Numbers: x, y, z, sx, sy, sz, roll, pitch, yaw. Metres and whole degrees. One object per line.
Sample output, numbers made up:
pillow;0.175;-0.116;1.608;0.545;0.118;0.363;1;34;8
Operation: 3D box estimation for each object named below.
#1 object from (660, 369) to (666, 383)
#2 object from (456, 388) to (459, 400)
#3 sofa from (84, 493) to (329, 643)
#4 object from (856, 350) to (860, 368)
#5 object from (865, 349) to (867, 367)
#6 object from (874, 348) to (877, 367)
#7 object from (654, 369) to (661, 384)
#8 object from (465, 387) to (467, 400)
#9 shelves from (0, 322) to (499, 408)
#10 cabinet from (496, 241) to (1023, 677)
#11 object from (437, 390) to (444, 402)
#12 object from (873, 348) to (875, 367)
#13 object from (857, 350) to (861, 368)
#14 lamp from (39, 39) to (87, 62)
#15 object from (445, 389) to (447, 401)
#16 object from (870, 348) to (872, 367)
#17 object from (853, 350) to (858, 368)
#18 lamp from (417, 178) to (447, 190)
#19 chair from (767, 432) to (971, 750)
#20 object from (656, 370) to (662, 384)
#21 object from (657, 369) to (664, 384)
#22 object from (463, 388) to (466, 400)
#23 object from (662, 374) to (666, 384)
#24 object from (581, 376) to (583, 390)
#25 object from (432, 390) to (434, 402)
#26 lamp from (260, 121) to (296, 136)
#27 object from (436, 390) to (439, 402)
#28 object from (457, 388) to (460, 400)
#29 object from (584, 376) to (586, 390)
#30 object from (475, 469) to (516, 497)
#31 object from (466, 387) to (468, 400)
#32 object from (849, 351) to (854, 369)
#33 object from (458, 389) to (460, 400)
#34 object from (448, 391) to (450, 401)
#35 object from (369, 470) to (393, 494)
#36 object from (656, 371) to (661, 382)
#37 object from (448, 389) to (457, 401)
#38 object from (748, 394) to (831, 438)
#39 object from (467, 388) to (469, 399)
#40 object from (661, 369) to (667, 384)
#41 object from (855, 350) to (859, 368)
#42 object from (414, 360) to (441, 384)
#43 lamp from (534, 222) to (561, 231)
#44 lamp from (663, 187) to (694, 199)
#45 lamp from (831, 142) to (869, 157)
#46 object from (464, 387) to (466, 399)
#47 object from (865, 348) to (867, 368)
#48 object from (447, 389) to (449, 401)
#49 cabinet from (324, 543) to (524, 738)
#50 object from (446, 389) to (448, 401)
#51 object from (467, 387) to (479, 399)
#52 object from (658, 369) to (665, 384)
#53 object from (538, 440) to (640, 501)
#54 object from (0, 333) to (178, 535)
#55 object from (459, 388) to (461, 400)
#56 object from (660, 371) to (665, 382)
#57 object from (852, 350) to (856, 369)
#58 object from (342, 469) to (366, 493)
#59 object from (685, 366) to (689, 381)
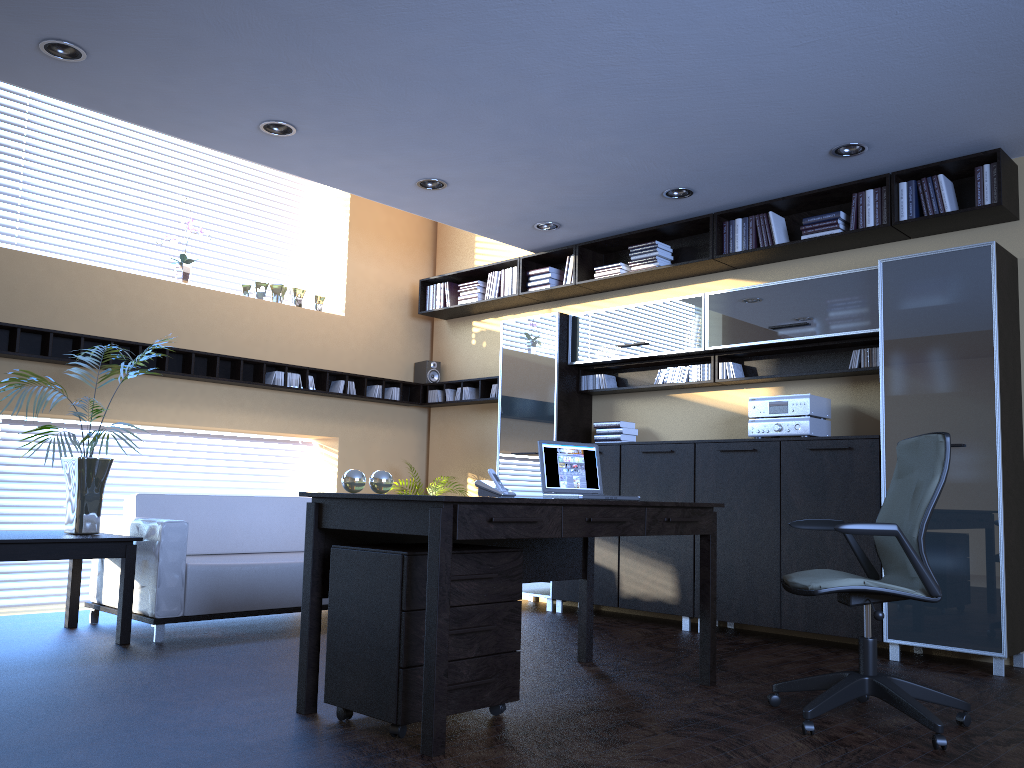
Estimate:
object;1.201;-0.049;6.822;0.055;0.109;0.140;-4;-9;43
object;-0.464;0.104;8.398;0.030;0.119;0.142;-4;-9;43
sofa;-1.706;1.215;6.206;1.015;0.846;2.060;-5;-9;43
object;2.285;-0.155;5.783;0.026;0.117;0.140;-4;-9;43
object;2.319;-0.160;5.744;0.009;0.120;0.142;-4;-9;43
object;2.365;-0.164;5.704;0.009;0.120;0.142;-4;-9;43
object;1.160;-0.047;6.852;0.059;0.112;0.142;-4;-9;43
object;-0.379;0.096;8.317;0.030;0.119;0.142;-4;-9;43
shelves;-2.707;-0.270;6.152;1.250;0.213;6.635;-5;-10;43
cabinet;1.429;0.540;6.356;3.880;2.392;0.491;-5;-9;43
object;-0.662;0.123;8.585;0.040;0.118;0.142;-4;-9;43
object;2.360;-0.163;5.713;0.009;0.120;0.142;-4;-9;43
object;2.291;-0.154;5.789;0.030;0.119;0.142;-4;-9;43
lamp;-2.211;-1.686;4.373;0.209;0.096;0.208;0;-7;14
object;-0.579;0.114;8.506;0.030;0.119;0.142;-4;-9;43
object;2.345;-0.161;5.728;0.009;0.120;0.142;-4;-9;43
object;2.277;-0.153;5.804;0.030;0.119;0.142;-4;-9;43
lamp;-0.551;-1.419;6.111;0.209;0.096;0.208;-2;-8;25
chair;1.537;0.806;3.749;0.768;1.212;0.834;2;-6;1
object;1.179;-0.047;6.842;0.059;0.112;0.142;-4;-9;43
object;1.186;-0.048;6.835;0.059;0.112;0.142;-4;-9;43
object;-0.402;0.097;8.339;0.009;0.120;0.142;-4;-9;43
object;1.211;-0.050;6.818;0.059;0.112;0.142;-4;-9;43
object;0.625;0.001;7.361;0.009;0.120;0.142;-4;-9;44
object;-0.716;0.127;8.637;0.009;0.120;0.142;-4;-9;43
lamp;-1.381;-1.552;5.242;0.209;0.096;0.208;0;-7;14
object;-0.679;0.123;8.602;0.009;0.120;0.142;-4;-9;43
object;-0.457;0.103;8.391;0.030;0.119;0.142;-4;-9;43
object;0.648;-0.001;7.341;0.009;0.120;0.142;-4;-9;43
object;-0.073;0.446;4.000;0.146;0.126;0.130;-2;-7;28
object;-0.372;0.095;8.310;0.030;0.119;0.142;-4;-9;43
object;2.259;-0.150;5.821;0.040;0.118;0.142;-4;-9;43
object;-0.449;0.102;8.383;0.030;0.119;0.142;-4;-9;43
object;-0.556;0.112;8.485;0.030;0.119;0.142;-4;-9;43
object;-0.572;0.428;3.877;0.105;0.105;0.105;5;-7;-27
object;1.175;-0.046;6.853;0.059;0.112;0.142;-4;-9;44
object;-0.545;0.112;8.474;0.040;0.118;0.142;-4;-9;43
object;1.856;0.232;5.940;0.430;0.281;0.363;-5;-9;43
object;-0.364;0.094;8.303;0.030;0.119;0.142;-4;-9;43
object;1.207;-0.050;6.813;0.055;0.109;0.140;-4;-9;43
object;2.285;-0.154;5.797;0.030;0.119;0.142;-4;-9;43
object;-0.838;-0.102;8.794;0.159;0.229;0.254;6;-8;-36
lamp;0.279;-1.285;6.980;0.208;0.096;0.209;5;-8;-28
lamp;1.153;-1.367;6.152;0.209;0.096;0.208;-4;-9;37
lamp;2.028;-1.449;5.324;0.209;0.096;0.208;-4;-9;37
object;-0.387;0.096;8.324;0.030;0.119;0.142;-4;-9;43
object;2.322;-0.159;5.746;0.009;0.124;0.142;-4;-9;43
object;-0.564;0.113;8.492;0.030;0.119;0.142;-4;-9;43
cabinet;-0.338;1.004;3.592;0.500;0.678;0.635;-4;-9;43
object;-0.571;0.114;8.499;0.030;0.119;0.142;-4;-9;43
object;-0.353;0.094;8.293;0.040;0.118;0.142;-4;-9;43
object;1.191;-0.049;6.825;0.055;0.109;0.140;-4;-9;43
object;0.373;0.417;4.292;0.391;0.282;0.323;7;-8;-36
object;-2.852;0.628;5.819;1.041;1.854;1.900;5;-7;-26
object;-0.442;0.102;8.376;0.030;0.119;0.142;-4;-9;43
object;1.202;-0.049;6.823;0.059;0.112;0.142;-4;-9;43
object;2.270;-0.152;5.811;0.030;0.119;0.142;-4;-9;43
object;-0.684;0.420;3.833;0.105;0.105;0.105;5;-7;-27
object;1.354;-0.067;6.672;0.036;0.115;0.140;-4;-9;43
